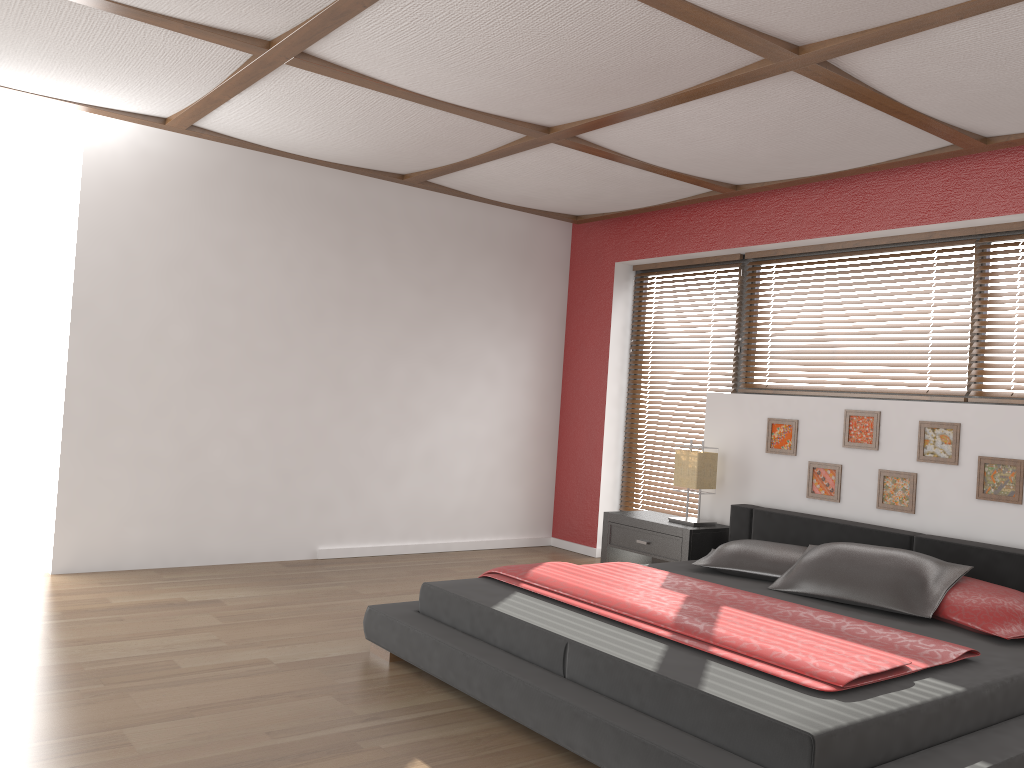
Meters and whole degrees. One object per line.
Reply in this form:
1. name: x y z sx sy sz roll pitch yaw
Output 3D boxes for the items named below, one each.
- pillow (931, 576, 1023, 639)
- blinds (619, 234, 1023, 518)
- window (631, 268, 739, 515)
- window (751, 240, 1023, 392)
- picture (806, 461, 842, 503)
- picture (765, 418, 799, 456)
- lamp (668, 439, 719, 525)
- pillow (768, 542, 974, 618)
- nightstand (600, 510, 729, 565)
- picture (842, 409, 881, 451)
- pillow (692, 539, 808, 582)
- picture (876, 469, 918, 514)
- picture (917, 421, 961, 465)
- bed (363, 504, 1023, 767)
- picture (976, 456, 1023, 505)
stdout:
1. pillow: 1.866 0.888 3.585 0.418 0.172 0.745 4 -1 -18
2. blinds: 2.281 0.238 4.455 0.032 1.952 4.840 5 -1 -37
3. window: 1.168 0.156 6.055 0.020 1.893 0.889 5 -1 -37
4. window: 2.377 -0.334 4.504 0.020 0.786 2.817 5 -1 -37
5. picture: 1.673 0.523 4.756 0.010 0.200 0.200 5 -1 -37
6. picture: 1.517 0.296 4.987 0.010 0.200 0.200 5 -1 -37
7. lamp: 1.073 0.567 5.206 0.200 0.480 0.200 5 -1 -37
8. pillow: 1.518 0.817 3.821 0.386 0.241 0.744 5 -1 -41
9. nightstand: 0.915 1.020 5.302 0.413 0.423 0.700 5 -1 -37
10. picture: 1.813 0.237 4.602 0.010 0.200 0.200 5 -1 -37
11. pillow: 1.276 0.861 4.282 0.745 0.172 0.418 3 -1 28
12. picture: 1.920 0.535 4.428 0.010 0.200 0.200 5 -1 -37
13. picture: 2.055 0.283 4.275 0.010 0.200 0.200 5 -1 -37
14. bed: 0.930 0.915 3.627 2.413 0.577 2.469 5 -1 -37
15. picture: 2.222 0.436 4.038 0.010 0.200 0.200 5 -1 -37
